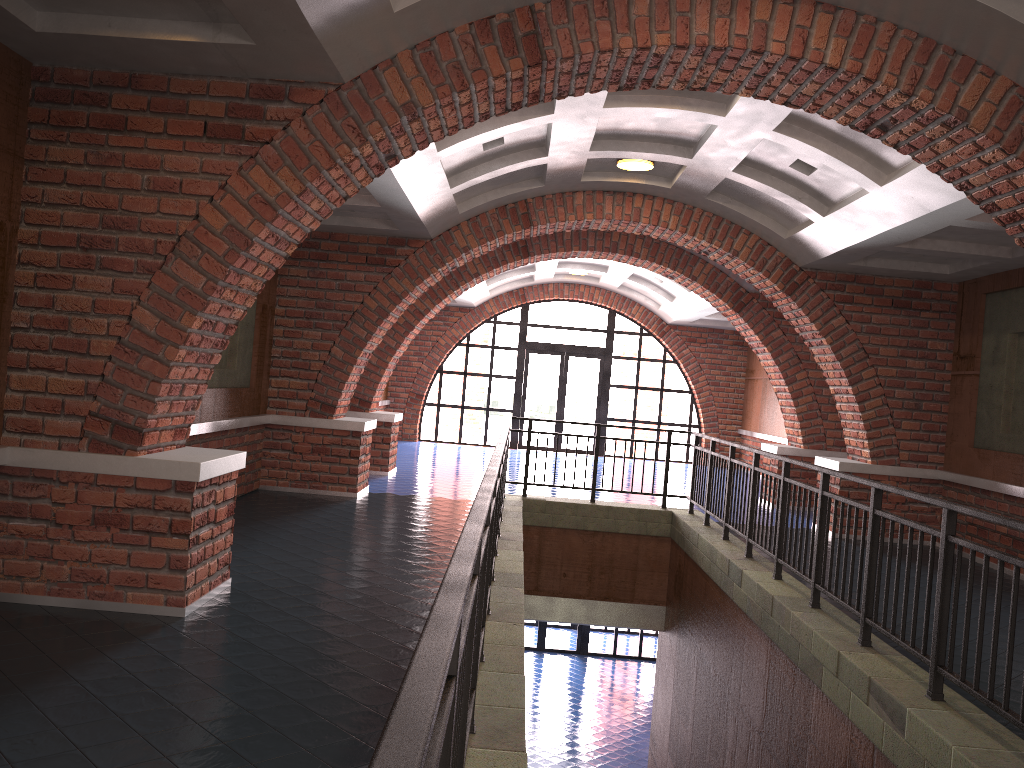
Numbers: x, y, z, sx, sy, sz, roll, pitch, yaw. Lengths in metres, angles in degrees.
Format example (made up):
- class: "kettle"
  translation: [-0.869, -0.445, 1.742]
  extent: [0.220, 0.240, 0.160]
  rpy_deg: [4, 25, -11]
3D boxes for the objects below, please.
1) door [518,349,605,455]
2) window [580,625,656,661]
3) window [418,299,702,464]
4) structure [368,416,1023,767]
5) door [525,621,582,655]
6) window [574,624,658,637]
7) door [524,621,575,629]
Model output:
- class: "door"
  translation: [1.091, 0.400, 19.685]
  extent: [1.754, 2.236, 0.040]
  rpy_deg: [5, 0, 1]
- class: "window"
  translation: [0.828, 4.221, 19.677]
  extent: [6.353, 3.471, 0.100]
  rpy_deg: [5, 0, 1]
- class: "window"
  translation: [1.190, -0.162, 19.679]
  extent: [6.353, 3.471, 0.100]
  rpy_deg: [5, 0, 1]
- class: "structure"
  translation: [0.776, 3.293, 5.143]
  extent: [2.464, 5.665, 11.177]
  rpy_deg: [5, 0, 1]
- class: "door"
  translation: [0.724, 4.835, 19.683]
  extent: [1.754, 2.236, 0.040]
  rpy_deg: [5, 0, 1]
- class: "window"
  translation: [0.847, 4.221, 21.697]
  extent: [6.353, 3.471, 0.100]
  rpy_deg: [5, 0, 1]
- class: "door"
  translation: [0.743, 4.835, 21.703]
  extent: [1.754, 2.236, 0.040]
  rpy_deg: [5, 0, 1]
